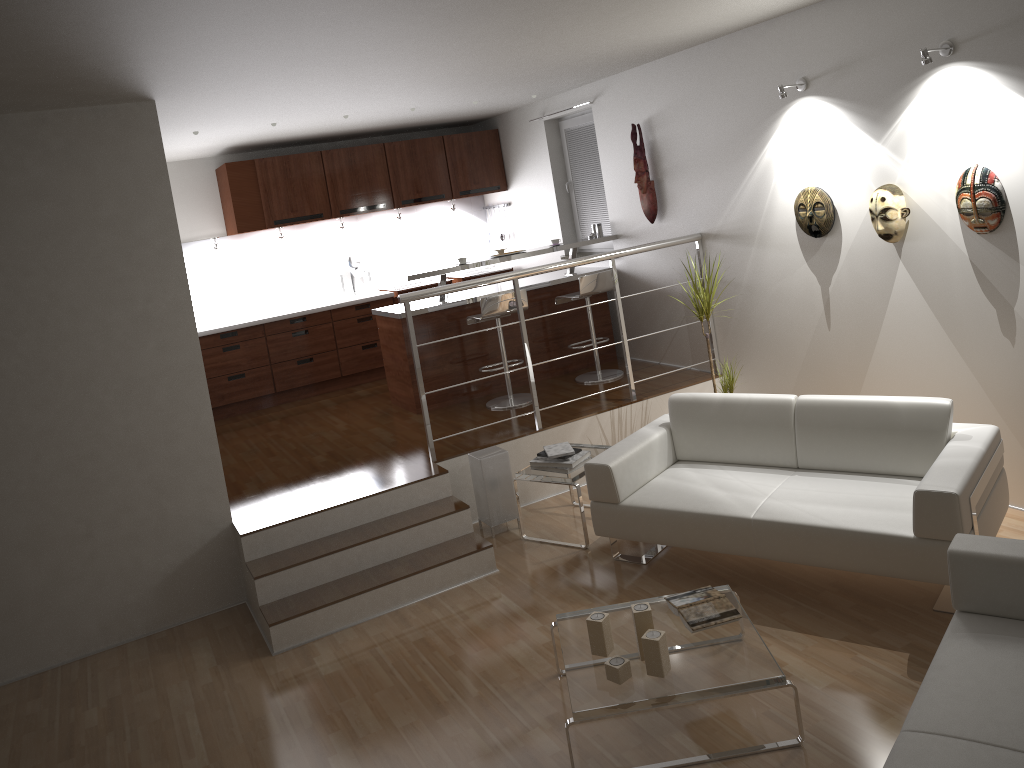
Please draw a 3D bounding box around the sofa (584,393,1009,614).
[{"bbox_3d":[1.351,0.495,4.305,1.773,0.729,0.928,0,12,39],"label":"sofa"}]

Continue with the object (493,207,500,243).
[{"bbox_3d":[-0.175,-1.678,9.251,0.020,0.373,0.106,-11,4,-25],"label":"object"}]

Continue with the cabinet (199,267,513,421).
[{"bbox_3d":[-1.523,-0.442,8.534,3.551,0.789,0.683,-15,9,-26],"label":"cabinet"}]

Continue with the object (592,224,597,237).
[{"bbox_3d":[0.708,-1.305,7.448,0.053,0.108,0.052,-14,7,-41],"label":"object"}]

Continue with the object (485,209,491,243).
[{"bbox_3d":[-0.264,-1.698,9.417,0.034,0.377,0.064,-11,4,-25],"label":"object"}]

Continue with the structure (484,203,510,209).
[{"bbox_3d":[-0.167,-1.872,9.232,0.049,0.033,0.601,-13,13,-24],"label":"structure"}]

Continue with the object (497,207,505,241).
[{"bbox_3d":[-0.109,-1.676,9.159,0.044,0.360,0.091,-11,4,-26],"label":"object"}]

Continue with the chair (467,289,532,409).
[{"bbox_3d":[-0.066,-0.276,6.566,0.392,0.837,0.427,-11,5,-21],"label":"chair"}]

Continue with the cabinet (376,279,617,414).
[{"bbox_3d":[-0.112,-0.392,7.359,1.873,0.741,0.635,-15,9,-26],"label":"cabinet"}]

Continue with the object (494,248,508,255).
[{"bbox_3d":[-0.082,-1.057,7.019,0.142,0.041,0.130,-14,12,-23],"label":"object"}]

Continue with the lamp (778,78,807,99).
[{"bbox_3d":[1.661,-1.761,5.215,0.193,0.107,0.080,-14,8,-26],"label":"lamp"}]

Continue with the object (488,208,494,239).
[{"bbox_3d":[-0.223,-1.695,9.361,0.008,0.373,0.033,-11,4,-25],"label":"object"}]

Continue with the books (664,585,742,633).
[{"bbox_3d":[0.744,0.877,3.433,0.204,0.055,0.296,-11,12,-10],"label":"books"}]

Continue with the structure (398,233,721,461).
[{"bbox_3d":[0.417,-0.308,5.878,2.355,1.039,0.057,-14,5,-26],"label":"structure"}]

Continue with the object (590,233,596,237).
[{"bbox_3d":[0.687,-1.257,7.393,0.051,0.045,0.052,-6,9,21],"label":"object"}]

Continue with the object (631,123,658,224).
[{"bbox_3d":[1.019,-1.621,6.749,0.150,0.779,0.154,-8,4,19],"label":"object"}]

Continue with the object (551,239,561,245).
[{"bbox_3d":[0.361,-1.163,7.183,0.079,0.045,0.068,-7,10,11],"label":"object"}]

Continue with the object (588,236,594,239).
[{"bbox_3d":[0.668,-1.244,7.406,0.051,0.019,0.051,-14,12,-22],"label":"object"}]

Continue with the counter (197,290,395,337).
[{"bbox_3d":[-2.201,-0.647,8.204,2.131,0.039,0.685,-15,13,-26],"label":"counter"}]

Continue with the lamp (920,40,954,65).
[{"bbox_3d":[2.095,-1.641,4.338,0.193,0.107,0.080,-14,8,-26],"label":"lamp"}]

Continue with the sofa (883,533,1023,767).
[{"bbox_3d":[1.404,0.960,2.127,0.901,0.728,1.826,-2,13,39],"label":"sofa"}]

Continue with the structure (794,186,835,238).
[{"bbox_3d":[1.812,-1.037,5.309,0.070,0.311,0.318,-11,8,-25],"label":"structure"}]

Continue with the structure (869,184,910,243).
[{"bbox_3d":[2.042,-0.927,4.804,0.131,0.325,0.243,-11,7,-24],"label":"structure"}]

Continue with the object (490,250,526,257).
[{"bbox_3d":[-0.028,-1.050,7.055,0.313,0.010,0.220,-14,13,-23],"label":"object"}]

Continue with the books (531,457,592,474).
[{"bbox_3d":[0.284,0.457,5.079,0.286,0.027,0.232,2,16,43],"label":"books"}]

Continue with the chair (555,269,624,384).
[{"bbox_3d":[0.635,-0.466,6.917,0.393,0.837,0.425,-12,6,-30],"label":"chair"}]

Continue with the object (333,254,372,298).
[{"bbox_3d":[-1.570,-1.087,8.719,0.334,0.400,0.163,-13,6,-26],"label":"object"}]

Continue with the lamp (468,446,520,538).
[{"bbox_3d":[-0.107,0.647,5.312,0.195,0.475,0.199,-11,5,-25],"label":"lamp"}]

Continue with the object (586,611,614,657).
[{"bbox_3d":[0.330,0.930,3.281,0.066,0.149,0.068,-6,6,34],"label":"object"}]

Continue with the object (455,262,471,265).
[{"bbox_3d":[-0.391,-0.927,6.768,0.131,0.008,0.141,-14,13,-22],"label":"object"}]

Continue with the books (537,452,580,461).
[{"bbox_3d":[0.276,0.411,5.077,0.215,0.014,0.155,-1,14,33],"label":"books"}]

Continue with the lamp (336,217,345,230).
[{"bbox_3d":[-1.623,-1.524,8.330,0.079,0.123,0.082,-8,6,14],"label":"lamp"}]

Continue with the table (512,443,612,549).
[{"bbox_3d":[0.373,0.641,5.167,0.462,0.395,0.563,-2,11,39],"label":"table"}]

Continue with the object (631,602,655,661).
[{"bbox_3d":[0.485,0.899,3.205,0.067,0.194,0.068,-9,4,0],"label":"object"}]

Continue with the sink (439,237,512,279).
[{"bbox_3d":[-0.411,-1.278,9.118,0.681,0.571,0.603,-13,9,-25],"label":"sink"}]

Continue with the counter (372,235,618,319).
[{"bbox_3d":[-0.068,-0.932,7.313,2.131,0.314,0.843,-15,12,-26],"label":"counter"}]

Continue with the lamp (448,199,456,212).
[{"bbox_3d":[-0.601,-1.801,8.841,0.079,0.123,0.082,-8,6,14],"label":"lamp"}]

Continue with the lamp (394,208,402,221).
[{"bbox_3d":[-1.112,-1.662,8.586,0.079,0.123,0.082,-8,6,14],"label":"lamp"}]

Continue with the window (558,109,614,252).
[{"bbox_3d":[0.718,-1.801,7.814,0.144,1.251,0.845,-11,6,-25],"label":"window"}]

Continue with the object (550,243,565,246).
[{"bbox_3d":[0.354,-1.138,7.177,0.139,0.008,0.132,2,16,43],"label":"object"}]

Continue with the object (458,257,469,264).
[{"bbox_3d":[-0.379,-0.952,6.769,0.079,0.045,0.069,-6,10,18],"label":"object"}]

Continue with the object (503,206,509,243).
[{"bbox_3d":[-0.072,-1.647,9.039,0.024,0.377,0.071,-11,4,-25],"label":"object"}]

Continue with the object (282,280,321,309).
[{"bbox_3d":[-2.050,-0.885,8.529,0.374,0.237,0.156,-14,7,-25],"label":"object"}]

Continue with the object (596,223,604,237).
[{"bbox_3d":[0.739,-1.300,7.399,0.053,0.110,0.052,-14,7,-41],"label":"object"}]

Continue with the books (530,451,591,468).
[{"bbox_3d":[0.280,0.431,5.078,0.286,0.027,0.233,-1,14,33],"label":"books"}]

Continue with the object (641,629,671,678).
[{"bbox_3d":[0.508,0.943,3.088,0.066,0.149,0.068,-6,6,34],"label":"object"}]

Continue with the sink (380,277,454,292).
[{"bbox_3d":[-0.960,-0.936,8.839,0.608,0.197,0.604,-15,12,-25],"label":"sink"}]

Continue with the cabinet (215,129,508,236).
[{"bbox_3d":[-1.425,-2.007,8.636,2.755,0.628,0.653,-15,10,-26],"label":"cabinet"}]

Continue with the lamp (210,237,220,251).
[{"bbox_3d":[-2.646,-1.246,7.818,0.079,0.123,0.082,-8,6,14],"label":"lamp"}]

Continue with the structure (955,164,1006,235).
[{"bbox_3d":[2.297,-0.910,4.340,0.076,0.350,0.265,-11,7,-25],"label":"structure"}]

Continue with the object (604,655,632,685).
[{"bbox_3d":[0.374,1.003,3.093,0.068,0.073,0.067,-16,10,-40],"label":"object"}]

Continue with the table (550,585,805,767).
[{"bbox_3d":[0.572,1.091,3.296,0.794,0.245,0.714,-9,11,-1],"label":"table"}]

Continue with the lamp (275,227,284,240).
[{"bbox_3d":[-2.135,-1.385,8.074,0.079,0.123,0.082,-8,6,14],"label":"lamp"}]

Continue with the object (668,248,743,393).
[{"bbox_3d":[1.276,-0.145,5.610,0.505,1.456,0.442,-10,4,-13],"label":"object"}]
